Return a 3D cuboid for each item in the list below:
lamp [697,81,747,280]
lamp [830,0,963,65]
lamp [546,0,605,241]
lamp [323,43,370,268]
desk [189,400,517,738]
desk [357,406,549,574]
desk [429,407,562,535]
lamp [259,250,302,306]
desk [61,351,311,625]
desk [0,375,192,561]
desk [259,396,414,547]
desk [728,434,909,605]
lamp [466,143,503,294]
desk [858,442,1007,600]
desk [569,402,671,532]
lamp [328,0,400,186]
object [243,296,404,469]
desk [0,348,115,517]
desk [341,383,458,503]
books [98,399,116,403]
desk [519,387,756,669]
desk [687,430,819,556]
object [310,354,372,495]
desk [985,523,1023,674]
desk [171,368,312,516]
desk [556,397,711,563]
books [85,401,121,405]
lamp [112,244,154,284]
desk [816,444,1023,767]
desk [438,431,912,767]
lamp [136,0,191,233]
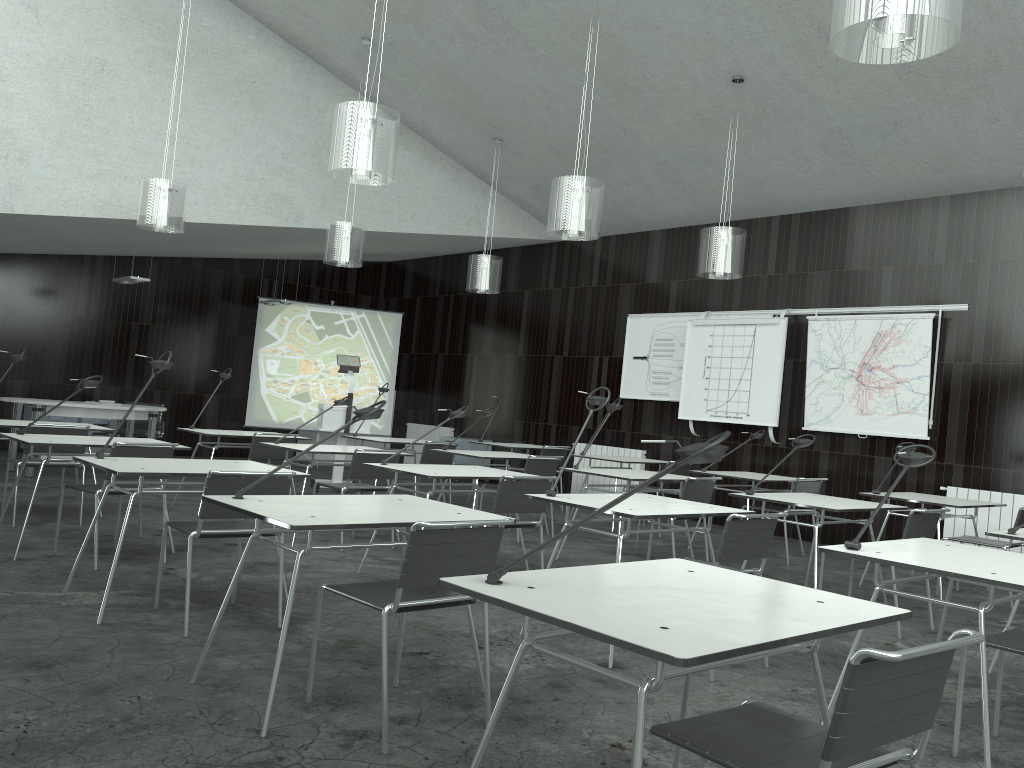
[{"bbox_3d":[1.740,-1.837,7.118,0.350,1.761,0.359,7,-2,-42],"label":"lamp"},{"bbox_3d":[1.271,-2.557,2.694,0.350,2.848,0.359,7,-2,-42],"label":"lamp"},{"bbox_3d":[0.516,-2.257,6.000,0.350,2.307,0.359,7,-2,-42],"label":"lamp"},{"bbox_3d":[-1.452,-2.374,8.198,0.350,2.307,0.359,7,-2,-42],"label":"lamp"},{"bbox_3d":[-0.555,0.635,3.184,0.900,1.153,0.700,7,-2,-41],"label":"desk"},{"bbox_3d":[-0.345,0.718,5.315,0.900,1.153,0.700,7,-2,-41],"label":"desk"},{"bbox_3d":[-0.145,0.800,7.466,0.900,1.153,0.700,7,-2,-42],"label":"desk"},{"bbox_3d":[-2.779,-2.897,11.166,0.212,3.595,0.600,7,-2,-42],"label":"lamp"},{"bbox_3d":[-1.531,0.492,4.241,0.900,1.321,0.700,7,-2,-41],"label":"desk"},{"bbox_3d":[-2.511,0.518,5.321,0.900,1.153,0.700,7,-2,-42],"label":"desk"},{"bbox_3d":[-1.286,0.665,6.461,0.900,1.153,0.700,7,-2,-42],"label":"desk"},{"bbox_3d":[1.837,0.919,5.332,0.900,1.153,0.700,7,-2,-42],"label":"desk"},{"bbox_3d":[-0.228,-1.953,9.316,0.350,1.761,0.359,7,-2,-42],"label":"lamp"},{"bbox_3d":[3.024,1.060,6.390,0.900,1.153,0.700,7,-2,-43],"label":"desk"},{"bbox_3d":[1.097,0.863,8.573,0.900,1.321,0.700,7,-2,-43],"label":"desk"},{"bbox_3d":[-0.697,-2.674,4.892,0.350,2.848,0.359,7,-2,-42],"label":"lamp"},{"bbox_3d":[-2.625,-0.011,12.416,2.051,2.602,0.673,6,-2,-18],"label":"object"},{"bbox_3d":[-3.461,0.380,6.446,0.900,1.321,0.700,7,-2,-42],"label":"desk"},{"bbox_3d":[-1.085,0.661,8.561,0.900,1.321,0.700,7,-2,-42],"label":"desk"},{"bbox_3d":[-4.211,0.200,9.221,0.164,0.032,0.183,6,-2,-29],"label":"books"},{"bbox_3d":[0.609,0.689,4.223,0.900,1.321,0.700,7,-2,-42],"label":"desk"},{"bbox_3d":[2.022,0.999,7.455,0.900,1.153,0.700,7,-2,-42],"label":"desk"},{"bbox_3d":[-1.819,0.463,9.567,0.559,1.639,0.680,6,-2,-18],"label":"object"},{"bbox_3d":[2.787,0.975,4.251,0.900,1.153,0.700,7,-2,-43],"label":"desk"},{"bbox_3d":[-2.263,0.521,7.485,0.900,1.321,0.700,7,-2,-41],"label":"desk"},{"bbox_3d":[0.885,0.779,6.397,0.900,1.321,0.700,7,-2,-42],"label":"desk"},{"bbox_3d":[-4.257,0.221,9.235,0.297,0.021,0.210,4,-2,31],"label":"books"},{"bbox_3d":[-4.100,-3.054,9.975,0.212,3.595,0.600,7,-2,-42],"label":"lamp"},{"bbox_3d":[1.625,0.836,3.178,0.900,1.153,0.700,7,-2,-42],"label":"desk"},{"bbox_3d":[0.377,0.688,2.060,0.900,1.153,0.700,7,-2,-42],"label":"desk"},{"bbox_3d":[-2.664,-2.790,7.090,0.350,2.848,0.359,7,-2,-42],"label":"lamp"}]
